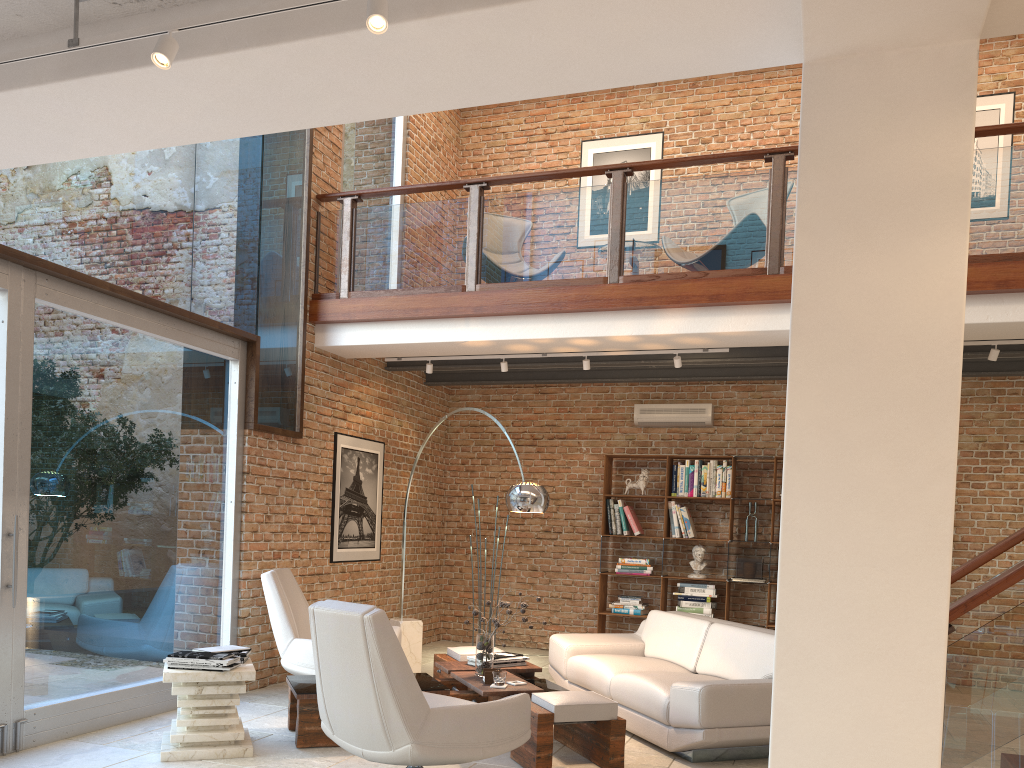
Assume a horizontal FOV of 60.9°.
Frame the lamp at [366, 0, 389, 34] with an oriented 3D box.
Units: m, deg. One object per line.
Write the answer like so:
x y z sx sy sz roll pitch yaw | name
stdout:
-0.369 -1.024 2.398 0.059 0.128 0.086 2 -2 -10 | lamp

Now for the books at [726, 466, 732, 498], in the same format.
2.242 1.014 8.950 0.055 0.327 0.257 3 -2 20 | books

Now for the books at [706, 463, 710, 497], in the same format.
2.041 1.000 9.004 0.020 0.356 0.274 3 -2 20 | books

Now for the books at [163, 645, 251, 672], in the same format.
-1.767 1.627 5.204 0.389 0.078 0.576 2 -9 4 | books

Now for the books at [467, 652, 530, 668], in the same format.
-0.107 1.988 6.291 0.404 0.074 0.251 9 -11 -38 | books

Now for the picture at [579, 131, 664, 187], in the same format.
1.175 -2.099 9.500 0.912 1.189 0.027 1 1 20 | picture

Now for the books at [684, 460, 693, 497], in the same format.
1.836 0.990 9.073 0.036 0.381 0.246 3 -1 20 | books

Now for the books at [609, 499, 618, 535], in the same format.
1.108 1.429 9.351 0.091 0.382 0.246 3 -2 20 | books

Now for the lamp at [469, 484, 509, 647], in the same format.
-0.267 1.963 9.128 0.419 1.809 0.199 2 1 -10 | lamp

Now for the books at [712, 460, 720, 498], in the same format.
2.103 0.986 8.982 0.036 0.381 0.246 3 -1 20 | books

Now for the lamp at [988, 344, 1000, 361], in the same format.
3.519 -0.222 6.367 0.059 0.128 0.086 2 -2 -10 | lamp

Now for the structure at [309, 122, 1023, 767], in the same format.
1.480 -0.275 2.079 10.143 4.098 14.043 0 -9 20 | structure

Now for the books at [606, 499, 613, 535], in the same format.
1.070 1.429 9.356 0.091 0.382 0.246 3 -2 20 | books

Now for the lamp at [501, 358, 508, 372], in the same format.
-0.067 -0.165 7.655 0.061 0.120 0.087 2 -2 22 | lamp

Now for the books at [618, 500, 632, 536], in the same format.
1.205 1.427 9.303 0.121 0.379 0.246 3 -2 20 | books

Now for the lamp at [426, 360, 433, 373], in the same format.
-0.747 -0.150 7.896 0.059 0.128 0.086 2 -2 -10 | lamp

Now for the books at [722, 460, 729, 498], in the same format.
2.192 0.984 8.950 0.036 0.381 0.246 3 -1 20 | books

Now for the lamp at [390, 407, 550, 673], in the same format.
-0.381 1.356 7.034 0.321 2.332 2.035 2 -2 -34 | lamp

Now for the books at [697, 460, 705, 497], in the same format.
1.961 0.988 9.033 0.036 0.381 0.246 3 -1 20 | books

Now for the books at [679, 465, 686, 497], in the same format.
1.790 1.017 9.085 0.055 0.327 0.257 3 -2 20 | books

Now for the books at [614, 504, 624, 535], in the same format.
1.162 1.457 9.352 0.102 0.331 0.257 3 -2 20 | books

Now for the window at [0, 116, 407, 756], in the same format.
-3.501 -1.379 3.310 0.646 6.334 12.497 3 -6 20 | window

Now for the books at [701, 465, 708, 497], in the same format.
1.999 1.012 9.003 0.055 0.327 0.257 3 -2 20 | books

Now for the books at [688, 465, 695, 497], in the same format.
1.884 1.019 9.071 0.055 0.327 0.257 3 -2 20 | books

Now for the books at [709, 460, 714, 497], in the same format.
2.073 0.989 9.007 0.036 0.381 0.246 3 -1 20 | books

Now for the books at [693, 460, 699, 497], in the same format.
1.923 0.987 9.036 0.036 0.381 0.246 3 -1 20 | books

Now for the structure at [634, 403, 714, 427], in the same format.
1.713 0.332 9.237 0.812 0.217 0.202 -1 -4 20 | structure

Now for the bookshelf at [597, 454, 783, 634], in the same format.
2.418 1.840 8.856 3.030 2.187 0.366 0 0 20 | bookshelf

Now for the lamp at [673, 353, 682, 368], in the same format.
1.360 -0.190 7.154 0.060 0.115 0.095 2 -3 27 | lamp

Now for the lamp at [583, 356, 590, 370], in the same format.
0.633 -0.173 7.404 0.060 0.128 0.086 2 -2 22 | lamp

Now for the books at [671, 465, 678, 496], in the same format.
1.723 1.021 9.129 0.055 0.327 0.257 3 -2 20 | books

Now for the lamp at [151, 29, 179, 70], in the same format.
-1.050 -1.013 2.639 0.060 0.128 0.086 2 -2 22 | lamp

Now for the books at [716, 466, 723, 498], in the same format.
2.144 1.012 8.961 0.055 0.327 0.257 3 -2 20 | books

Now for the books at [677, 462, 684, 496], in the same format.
1.760 1.007 9.114 0.020 0.356 0.274 3 -2 20 | books

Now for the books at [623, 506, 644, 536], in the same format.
1.298 1.460 9.295 0.194 0.316 0.257 2 -3 20 | books

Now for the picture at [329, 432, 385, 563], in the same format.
-1.461 1.102 8.300 0.027 1.187 0.921 3 -2 20 | picture

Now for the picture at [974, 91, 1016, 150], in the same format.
4.291 -2.151 8.384 0.912 1.189 0.027 1 1 20 | picture
